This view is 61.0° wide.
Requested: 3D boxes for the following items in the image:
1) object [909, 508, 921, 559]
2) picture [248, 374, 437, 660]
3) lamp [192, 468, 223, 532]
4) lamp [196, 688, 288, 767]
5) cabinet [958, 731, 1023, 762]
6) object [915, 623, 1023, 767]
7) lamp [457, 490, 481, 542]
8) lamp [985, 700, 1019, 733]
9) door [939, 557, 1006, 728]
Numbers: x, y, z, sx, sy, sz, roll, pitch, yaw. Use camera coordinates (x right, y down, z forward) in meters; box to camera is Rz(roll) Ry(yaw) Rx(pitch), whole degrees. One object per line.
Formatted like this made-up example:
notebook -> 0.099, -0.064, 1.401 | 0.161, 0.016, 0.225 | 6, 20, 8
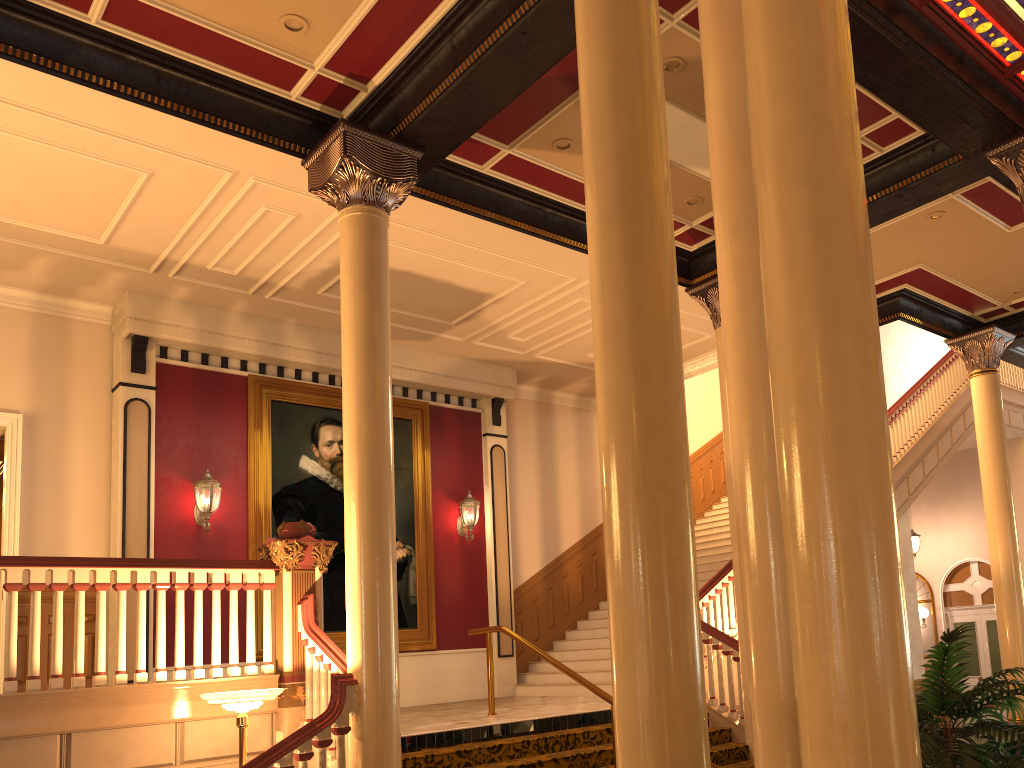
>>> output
object -> -0.407, 0.172, 5.067 | 0.654, 4.193, 31.505 | -8, -17, 32
picture -> -2.106, 1.735, 11.175 | 2.662, 3.371, 0.054 | 6, -12, -40
lamp -> -3.474, 1.323, 9.882 | 0.332, 0.713, 0.387 | 4, -12, -39
lamp -> -1.786, 3.060, 5.775 | 0.567, 1.967, 0.607 | -8, -10, 32
cabinet -> 5.401, 4.365, 9.661 | 1.313, 0.846, 0.540 | 8, -15, -39
object -> 1.696, 1.932, 3.097 | 1.012, 2.102, 1.132 | -11, -12, 38
lamp -> -0.612, 1.862, 12.235 | 0.332, 0.713, 0.387 | 4, -12, -39
lamp -> 5.620, 3.802, 9.991 | 0.334, 0.410, 0.313 | 7, -15, -42
door -> 9.572, 5.269, 17.737 | 0.210, 3.399, 1.447 | 3, -11, -38
